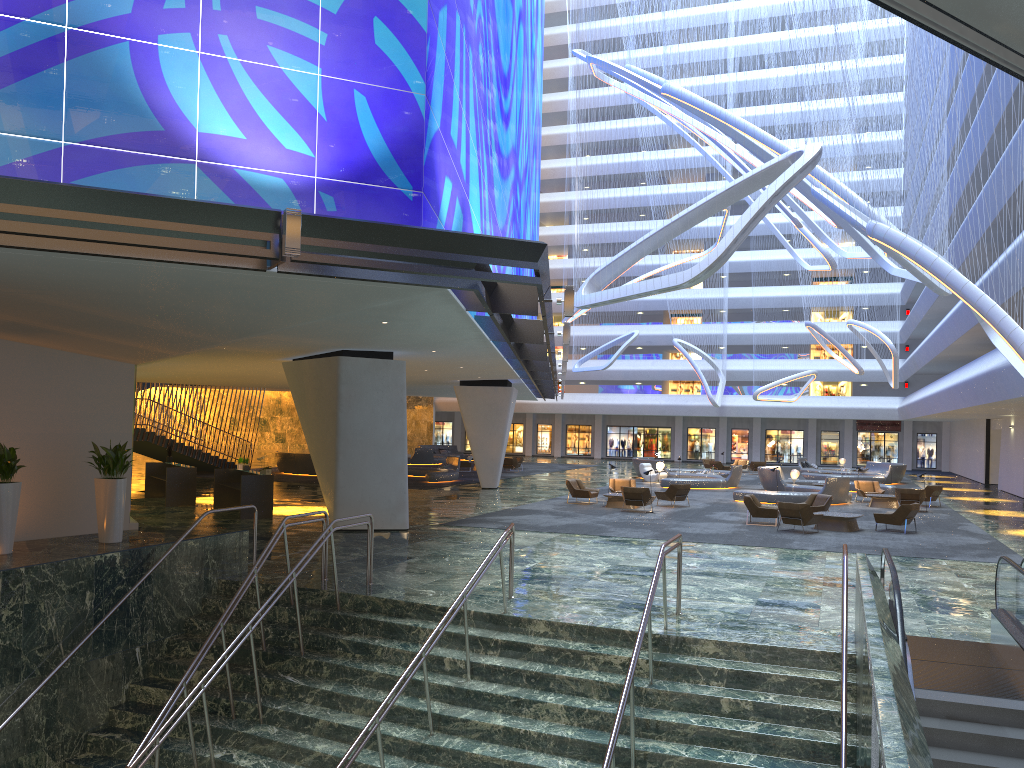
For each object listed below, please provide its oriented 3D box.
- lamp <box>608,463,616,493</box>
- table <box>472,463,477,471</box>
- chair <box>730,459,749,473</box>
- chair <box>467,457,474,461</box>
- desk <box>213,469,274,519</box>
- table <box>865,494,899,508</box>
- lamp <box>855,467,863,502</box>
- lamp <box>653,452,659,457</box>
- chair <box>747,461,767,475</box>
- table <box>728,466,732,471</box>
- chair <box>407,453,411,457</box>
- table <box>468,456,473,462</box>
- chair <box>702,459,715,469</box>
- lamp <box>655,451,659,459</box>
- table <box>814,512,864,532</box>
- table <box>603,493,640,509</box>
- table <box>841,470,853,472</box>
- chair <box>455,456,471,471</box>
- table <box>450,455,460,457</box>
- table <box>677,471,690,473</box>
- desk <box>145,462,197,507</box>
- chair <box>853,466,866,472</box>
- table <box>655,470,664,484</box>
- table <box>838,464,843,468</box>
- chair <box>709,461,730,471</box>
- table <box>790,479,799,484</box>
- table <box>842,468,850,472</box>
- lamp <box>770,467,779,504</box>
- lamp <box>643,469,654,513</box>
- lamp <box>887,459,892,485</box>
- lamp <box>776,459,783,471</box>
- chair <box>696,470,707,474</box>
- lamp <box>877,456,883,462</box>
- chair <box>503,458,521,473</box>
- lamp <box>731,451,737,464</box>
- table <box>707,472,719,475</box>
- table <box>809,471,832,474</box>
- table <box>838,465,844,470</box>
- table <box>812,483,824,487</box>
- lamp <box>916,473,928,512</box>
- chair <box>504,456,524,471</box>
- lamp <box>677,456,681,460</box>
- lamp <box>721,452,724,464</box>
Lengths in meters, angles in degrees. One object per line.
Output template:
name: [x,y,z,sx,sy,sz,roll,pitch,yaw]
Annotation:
lamp: [3.342,3.324,29.843,0.202,1.300,0.384,1,-1,37]
table: [-1.576,4.466,47.781,1.203,0.392,1.204,2,-2,-15]
chair: [13.534,4.875,52.554,0.929,0.766,0.939,0,-2,39]
chair: [-2.647,4.858,58.073,0.586,0.501,0.491,0,-2,37]
desk: [-7.190,2.889,23.620,0.814,1.096,2.978,2,-2,-31]
table: [12.838,4.041,30.581,1.203,0.392,1.204,1,-3,20]
lamp: [12.669,3.669,32.378,0.202,1.300,0.384,1,-1,37]
lamp: [7.253,4.100,44.816,0.384,1.300,0.202,1,-1,13]
chair: [14.014,4.800,50.649,0.929,0.766,0.939,1,-2,-1]
table: [12.262,4.960,51.137,1.204,0.392,1.203,3,-3,-34]
chair: [-6.890,4.474,56.106,0.729,0.881,1.157,2,-2,-25]
table: [-2.510,4.871,57.249,0.673,0.406,0.671,1,-2,7]
chair: [11.817,4.836,52.618,0.930,0.766,0.939,2,-2,-26]
lamp: [7.664,4.218,47.194,0.202,1.300,0.384,2,-1,-26]
table: [8.474,3.595,23.127,1.203,0.392,1.204,0,-3,38]
table: [3.511,3.696,28.045,1.203,0.392,1.204,1,-3,21]
table: [19.081,5.101,50.577,0.671,0.406,0.674,1,-2,17]
chair: [-2.630,4.212,46.741,0.939,0.766,0.930,2,-2,-9]
table: [-3.755,4.880,58.114,0.671,0.406,0.673,2,-2,-25]
table: [8.527,4.549,44.140,0.673,0.406,0.671,0,-3,40]
desk: [-10.111,2.933,26.178,0.814,1.096,2.978,2,-2,-33]
chair: [19.486,4.857,48.917,0.930,0.766,0.939,3,-2,-36]
table: [6.658,4.205,40.063,0.418,0.595,0.428,2,-1,-5]
table: [19.786,5.131,53.136,0.418,0.595,0.428,2,-1,-5]
chair: [11.625,4.703,49.800,0.939,0.766,0.929,2,-2,-28]
table: [11.346,4.123,35.705,0.418,0.595,0.428,1,-1,20]
table: [17.853,4.815,47.418,0.418,0.595,0.428,1,-1,17]
lamp: [9.080,3.501,30.632,0.384,1.300,0.202,1,-1,38]
lamp: [4.067,3.186,26.414,0.384,1.300,0.202,1,-1,38]
lamp: [18.584,4.324,43.605,0.202,1.300,0.384,2,-1,-20]
lamp: [11.626,3.920,38.478,0.384,1.300,0.202,1,-1,38]
chair: [8.988,4.525,44.392,1.785,0.501,0.586,2,-2,-16]
lamp: [19.723,4.529,47.500,0.384,1.300,0.202,1,-1,20]
chair: [-0.094,4.274,46.729,0.929,0.766,0.939,1,-2,19]
lamp: [13.159,4.604,52.711,0.384,1.300,0.202,2,-1,-18]
table: [10.021,4.574,43.883,0.673,0.406,0.671,2,-2,-18]
table: [16.315,4.869,46.935,1.203,0.392,1.204,1,-3,21]
table: [19.317,5.057,51.959,0.418,0.595,0.428,2,-1,-26]
table: [12.903,4.299,36.236,1.203,0.392,1.204,1,-3,21]
lamp: [13.394,3.531,28.950,0.384,1.300,0.202,1,-1,38]
chair: [0.101,4.368,48.683,0.939,0.766,0.929,3,-2,-31]
lamp: [7.440,3.857,39.363,0.202,1.300,0.384,1,-1,-4]
lamp: [11.777,4.423,49.491,0.202,1.300,0.384,2,-1,-17]
